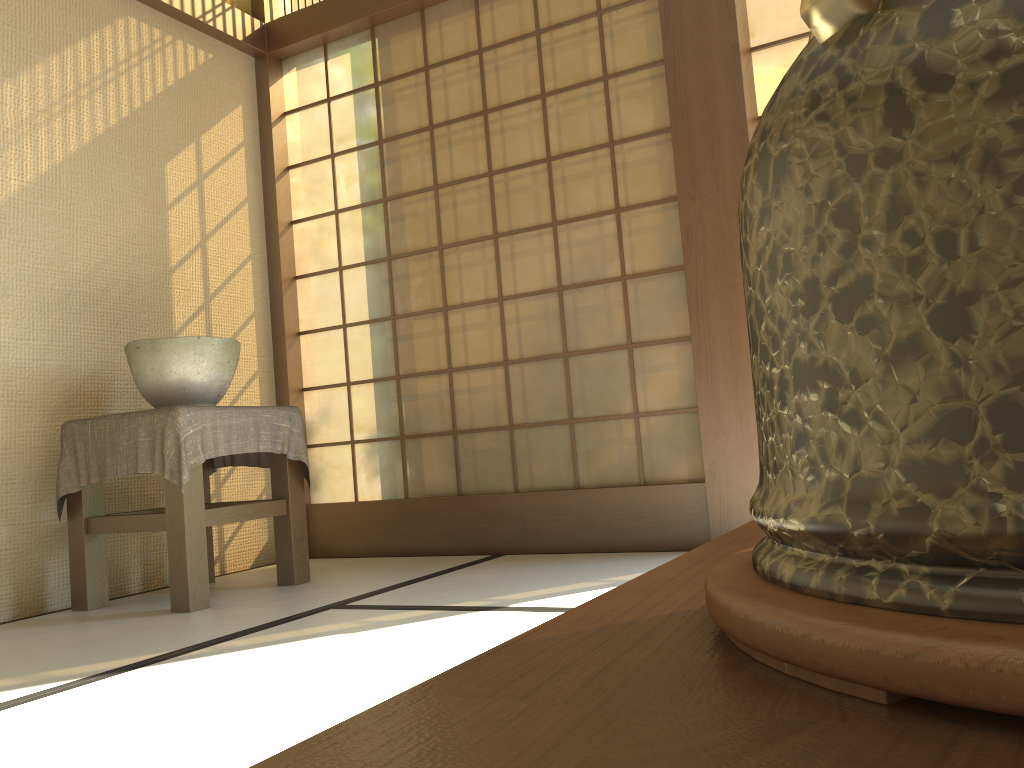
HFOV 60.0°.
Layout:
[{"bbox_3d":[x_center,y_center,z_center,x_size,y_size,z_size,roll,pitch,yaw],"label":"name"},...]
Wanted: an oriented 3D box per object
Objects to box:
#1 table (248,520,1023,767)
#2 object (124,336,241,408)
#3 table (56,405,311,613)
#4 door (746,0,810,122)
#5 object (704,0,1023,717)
[{"bbox_3d":[0.530,0.183,0.141,1.000,0.350,1.000,-7,-5,27],"label":"table"},{"bbox_3d":[-1.071,-0.019,2.907,0.358,0.230,0.357,-5,-4,-3],"label":"object"},{"bbox_3d":[-1.050,0.388,2.883,0.633,0.595,0.629,-7,-5,27],"label":"table"},{"bbox_3d":[0.329,-0.493,3.366,1.894,2.380,0.073,-7,-5,27],"label":"door"},{"bbox_3d":[0.147,-0.094,0.222,0.219,0.296,0.226,-6,-4,22],"label":"object"}]
